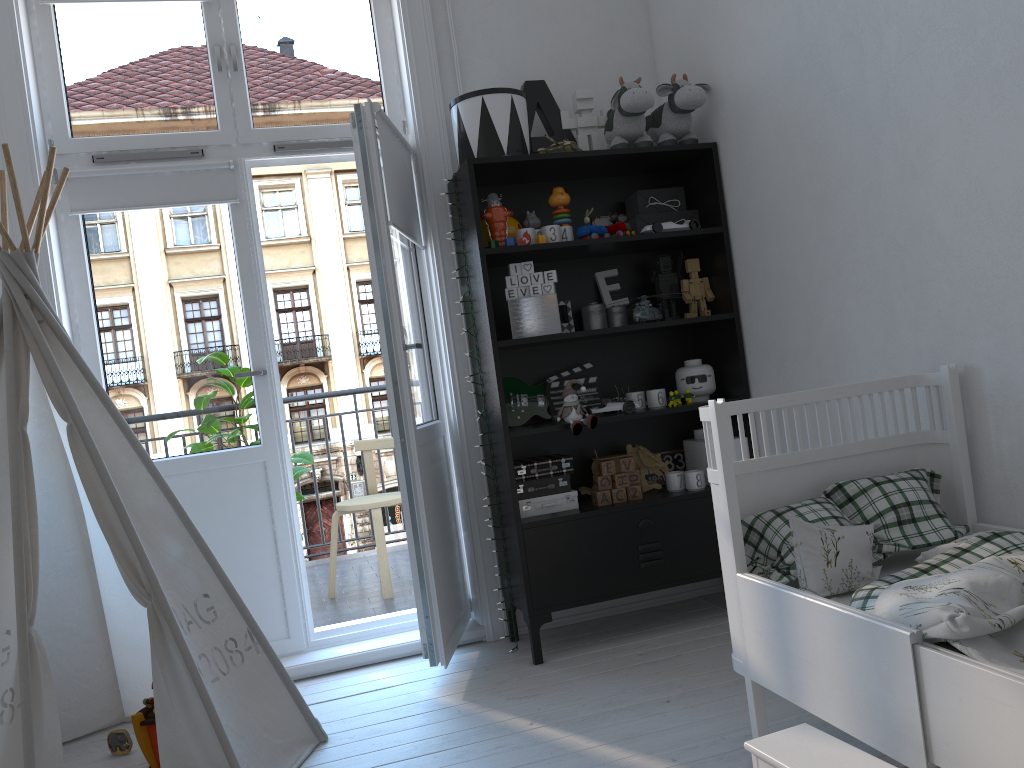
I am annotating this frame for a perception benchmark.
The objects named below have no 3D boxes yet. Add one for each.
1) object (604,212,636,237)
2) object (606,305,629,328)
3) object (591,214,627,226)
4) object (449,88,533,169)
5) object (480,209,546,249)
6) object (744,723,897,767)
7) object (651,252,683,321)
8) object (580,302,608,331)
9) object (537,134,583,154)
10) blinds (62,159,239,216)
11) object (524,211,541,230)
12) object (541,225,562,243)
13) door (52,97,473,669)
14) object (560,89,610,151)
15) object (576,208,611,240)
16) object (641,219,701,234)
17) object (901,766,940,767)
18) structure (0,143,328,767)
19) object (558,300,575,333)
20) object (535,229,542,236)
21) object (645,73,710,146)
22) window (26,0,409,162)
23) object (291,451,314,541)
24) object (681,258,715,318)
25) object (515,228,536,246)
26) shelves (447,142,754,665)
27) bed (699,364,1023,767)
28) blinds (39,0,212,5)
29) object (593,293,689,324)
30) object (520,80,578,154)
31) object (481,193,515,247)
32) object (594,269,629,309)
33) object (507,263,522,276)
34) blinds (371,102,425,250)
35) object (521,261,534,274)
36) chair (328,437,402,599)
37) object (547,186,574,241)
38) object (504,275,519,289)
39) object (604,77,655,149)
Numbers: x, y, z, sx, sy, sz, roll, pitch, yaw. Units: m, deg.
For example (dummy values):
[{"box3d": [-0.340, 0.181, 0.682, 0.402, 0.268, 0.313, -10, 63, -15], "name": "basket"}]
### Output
[{"box3d": [0.378, -0.570, 3.200, 0.087, 0.112, 0.122, -8, 0, -44], "name": "object"}, {"box3d": [0.422, -0.252, 3.223, 0.078, 0.091, 0.246, -8, 0, -20], "name": "object"}, {"box3d": [0.479, -0.589, 3.389, 0.347, 0.132, 0.037, -8, 1, -15], "name": "object"}, {"box3d": [-0.056, -0.881, 3.163, 0.272, 0.259, 0.394, -8, 0, 13], "name": "object"}, {"box3d": [-0.029, -0.550, 3.096, 0.197, 0.197, 0.318, -8, 0, -19], "name": "object"}, {"box3d": [0.494, 0.747, 1.423, 0.288, 0.245, 0.332, -8, 0, -20], "name": "object"}, {"box3d": [0.585, -0.357, 3.289, 0.117, 0.259, 0.081, -8, 1, -15], "name": "object"}, {"box3d": [0.305, -0.244, 3.278, 0.095, 0.110, 0.095, -8, 0, -10], "name": "object"}, {"box3d": [0.168, -0.830, 3.109, 0.121, 0.100, 0.338, -8, 0, 20], "name": "object"}, {"box3d": [-1.263, -0.693, 3.119, 0.565, 0.158, 0.032, -8, 1, -15], "name": "blinds"}, {"box3d": [0.078, -0.547, 3.203, 0.063, 0.160, 0.063, -8, 1, -36], "name": "object"}, {"box3d": [0.137, -0.508, 3.050, 0.067, 0.067, 0.067, -8, 0, -14], "name": "object"}, {"box3d": [-0.813, 0.058, 2.984, 1.263, 1.839, 0.637, -8, 1, -13], "name": "door"}, {"box3d": [0.280, -0.941, 3.300, 0.190, 0.290, 0.065, -8, 1, -10], "name": "object"}, {"box3d": [0.284, -0.557, 3.131, 0.121, 0.126, 0.087, -8, 0, -38], "name": "object"}, {"box3d": [0.563, -0.556, 3.157, 0.230, 0.048, 0.098, -8, 0, -25], "name": "object"}, {"box3d": [0.782, 0.758, 1.530, 0.215, 0.148, 0.240, -8, 0, -8], "name": "object"}, {"box3d": [-1.218, 0.226, 2.321, 1.142, 1.750, 1.144, -8, 1, -39], "name": "structure"}, {"box3d": [0.190, -0.241, 3.283, 0.070, 0.134, 0.028, -8, 1, -15], "name": "object"}, {"box3d": [0.089, -0.501, 3.098, 0.067, 0.067, 0.067, -8, 0, -41], "name": "object"}, {"box3d": [0.551, -0.955, 3.206, 0.211, 0.253, 0.387, -8, 0, -31], "name": "object"}, {"box3d": [-1.035, -1.173, 3.213, 1.262, 0.660, 0.101, -8, 1, -15], "name": "window"}, {"box3d": [-1.264, 0.455, 4.201, 0.720, 1.225, 0.489, -8, 1, -5], "name": "object"}, {"box3d": [0.676, -0.349, 3.248, 0.114, 0.221, 0.052, -8, 1, -15], "name": "object"}, {"box3d": [0.049, -0.496, 3.042, 0.067, 0.067, 0.067, -8, 0, -14], "name": "object"}, {"box3d": [0.357, 0.040, 3.184, 0.911, 1.677, 0.353, -8, 1, -15], "name": "shelves"}, {"box3d": [0.971, 0.387, 1.529, 0.670, 0.833, 1.404, -8, 0, -15], "name": "bed"}, {"box3d": [-1.355, -1.381, 3.112, 0.565, 0.087, 0.032, -8, 1, -15], "name": "blinds"}, {"box3d": [0.480, -0.265, 3.205, 0.367, 0.106, 0.349, -8, 0, -13], "name": "object"}, {"box3d": [0.102, -0.945, 3.284, 0.343, 0.344, 0.057, -8, 1, -15], "name": "object"}, {"box3d": [-0.044, -0.552, 3.019, 0.105, 0.203, 0.072, -8, 1, -7], "name": "object"}, {"box3d": [0.376, -0.359, 3.345, 0.107, 0.151, 0.055, -8, 1, -15], "name": "object"}, {"box3d": [0.010, -0.388, 3.018, 0.040, 0.040, 0.040, -8, 0, -10], "name": "object"}, {"box3d": [-0.380, -0.695, 3.062, 0.032, 0.390, 0.565, -8, 0, 5], "name": "blinds"}, {"box3d": [0.051, -0.393, 3.018, 0.040, 0.040, 0.040, -8, 0, -5], "name": "object"}, {"box3d": [-0.650, 0.631, 4.333, 0.437, 0.715, 0.497, -7, 0, 30], "name": "chair"}, {"box3d": [0.174, -0.586, 3.103, 0.077, 0.213, 0.077, -8, 1, 18], "name": "object"}, {"box3d": [-0.002, -0.345, 3.019, 0.040, 0.040, 0.040, -8, 0, -5], "name": "object"}, {"box3d": [0.406, -0.936, 3.163, 0.154, 0.253, 0.370, -8, 0, -7], "name": "object"}]
